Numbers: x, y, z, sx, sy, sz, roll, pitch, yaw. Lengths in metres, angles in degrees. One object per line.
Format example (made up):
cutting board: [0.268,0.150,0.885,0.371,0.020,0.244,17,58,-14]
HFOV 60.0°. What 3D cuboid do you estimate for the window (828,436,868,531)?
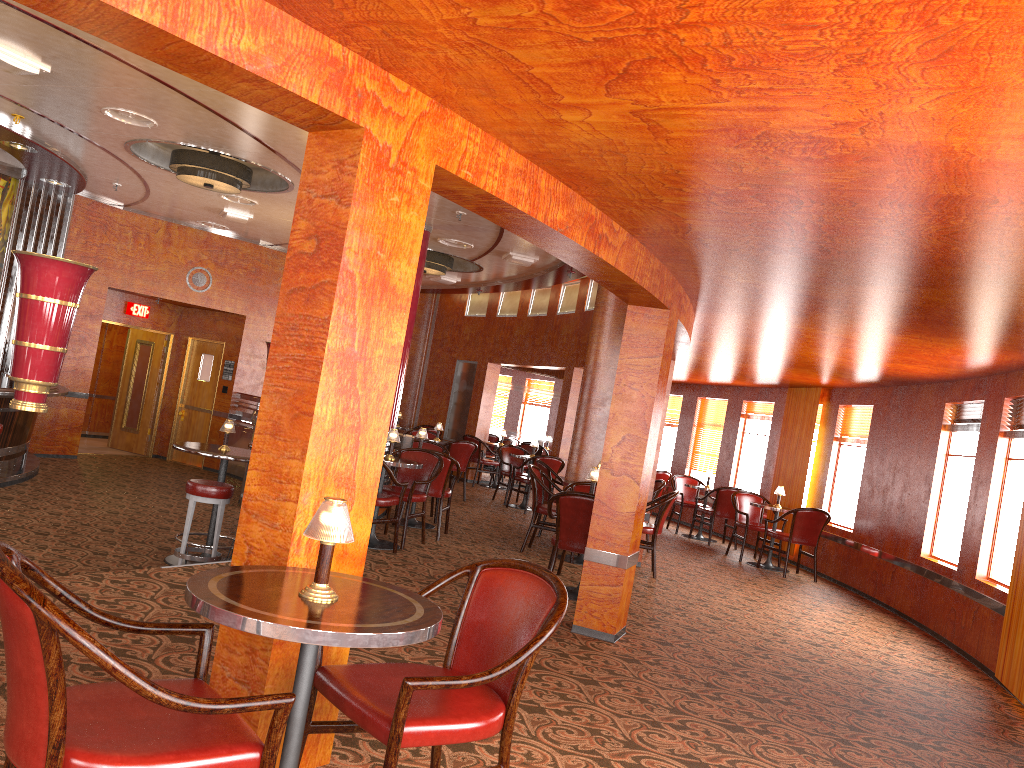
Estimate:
window: [3.964,0.967,10.283,0.040,1.420,0.820,10,-1,-5]

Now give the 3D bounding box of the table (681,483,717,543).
table: [2.669,1.800,12.364,0.640,0.720,0.639,11,-2,-44]

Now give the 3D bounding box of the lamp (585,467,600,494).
lamp: [0.619,0.759,6.762,0.131,0.250,0.130,11,-2,-33]

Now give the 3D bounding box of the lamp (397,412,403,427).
lamp: [-1.941,0.602,15.209,0.130,0.250,0.130,10,-1,-15]

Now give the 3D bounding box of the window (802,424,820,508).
window: [3.797,0.980,11.530,0.040,1.420,0.820,10,-1,-10]

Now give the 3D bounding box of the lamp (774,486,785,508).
lamp: [3.149,1.326,10.447,0.130,0.250,0.130,9,-1,19]

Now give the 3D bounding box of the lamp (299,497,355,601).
lamp: [-0.469,0.414,2.251,0.130,0.250,0.130,10,-1,-6]

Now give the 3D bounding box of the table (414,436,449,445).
table: [-1.130,1.142,12.453,0.640,0.720,0.639,11,-2,-33]

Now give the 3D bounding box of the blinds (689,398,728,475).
blinds: [3.100,0.816,13.937,0.050,1.173,0.803,10,-1,-21]

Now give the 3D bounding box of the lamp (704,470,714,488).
lamp: [2.747,1.322,12.376,0.130,0.250,0.130,9,-1,19]

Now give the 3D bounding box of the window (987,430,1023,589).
window: [3.767,0.804,6.525,0.040,1.420,0.821,10,-1,11]

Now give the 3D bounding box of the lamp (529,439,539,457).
lamp: [0.307,0.897,12.371,0.130,0.250,0.130,10,-1,-6]

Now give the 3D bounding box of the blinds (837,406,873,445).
blinds: [4.004,0.476,10.289,0.057,0.439,0.803,10,-2,-5]

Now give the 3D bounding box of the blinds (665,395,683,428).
blinds: [2.653,0.456,15.092,0.057,0.539,0.803,10,-2,-26]

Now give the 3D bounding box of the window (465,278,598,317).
window: [0.677,-1.388,10.041,1.957,0.480,11.949,10,-2,-5]

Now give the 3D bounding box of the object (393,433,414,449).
object: [-1.094,0.581,8.901,0.195,0.156,0.169,10,-2,-2]

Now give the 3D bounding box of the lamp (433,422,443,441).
lamp: [-1.035,0.665,12.441,0.130,0.250,0.130,10,-1,-15]

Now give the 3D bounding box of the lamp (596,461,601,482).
lamp: [0.841,0.854,8.415,0.130,0.250,0.130,10,-1,-15]

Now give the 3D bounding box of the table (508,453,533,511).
table: [0.218,1.373,12.354,0.640,0.720,0.639,11,-2,-33]

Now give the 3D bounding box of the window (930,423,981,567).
window: [3.949,0.878,7.769,0.040,1.420,0.820,10,-1,6]

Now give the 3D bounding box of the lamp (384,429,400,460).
lamp: [-0.999,0.498,7.370,0.130,0.250,0.131,9,-2,39]

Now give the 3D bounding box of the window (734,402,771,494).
window: [3.515,0.973,12.757,0.040,1.420,0.820,10,-1,-16]

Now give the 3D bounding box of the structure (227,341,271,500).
structure: [-3.467,0.475,12.348,0.624,2.023,3.167,10,-2,-22]

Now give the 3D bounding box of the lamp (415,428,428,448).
lamp: [-0.916,0.566,8.950,0.130,0.250,0.130,10,-1,-15]

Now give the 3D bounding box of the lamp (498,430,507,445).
lamp: [-0.160,0.903,14.919,0.130,0.250,0.130,10,-1,-15]

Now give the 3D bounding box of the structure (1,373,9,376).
structure: [-6.293,-0.315,11.369,0.360,0.540,0.280,11,-2,-42]

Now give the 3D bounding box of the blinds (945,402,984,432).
blinds: [4.005,0.298,7.785,0.057,0.258,0.804,10,-2,6]

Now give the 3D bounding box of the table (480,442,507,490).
table: [-0.234,1.381,14.888,0.640,0.720,0.639,11,-2,-33]

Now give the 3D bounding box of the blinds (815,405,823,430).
blinds: [3.848,0.427,11.533,0.057,0.312,0.803,10,-2,-10]

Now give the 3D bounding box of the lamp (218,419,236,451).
lamp: [-2.370,0.421,7.374,0.131,0.250,0.130,11,-2,-42]

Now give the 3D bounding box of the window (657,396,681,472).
window: [2.617,0.897,15.103,0.040,1.420,0.819,10,-1,-26]

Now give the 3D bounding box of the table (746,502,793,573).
table: [3.071,1.804,10.435,0.639,0.720,0.640,9,-2,32]

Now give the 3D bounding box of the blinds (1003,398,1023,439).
blinds: [3.819,0.251,6.545,0.057,0.312,0.804,10,-2,11]

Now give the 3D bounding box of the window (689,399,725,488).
window: [3.120,0.945,13.951,0.040,1.420,0.819,10,-1,-21]

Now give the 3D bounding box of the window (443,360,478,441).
window: [-0.798,0.321,15.598,0.257,1.440,0.805,11,-2,-37]

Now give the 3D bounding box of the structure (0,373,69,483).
structure: [-6.880,0.221,7.822,3.204,1.047,7.820,9,-2,28]

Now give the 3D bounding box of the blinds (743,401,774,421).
blinds: [3.572,0.393,12.756,0.057,0.258,0.803,10,-2,-16]

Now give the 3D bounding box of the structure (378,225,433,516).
structure: [-1.371,-0.108,8.108,0.549,3.604,4.355,10,-2,2]
